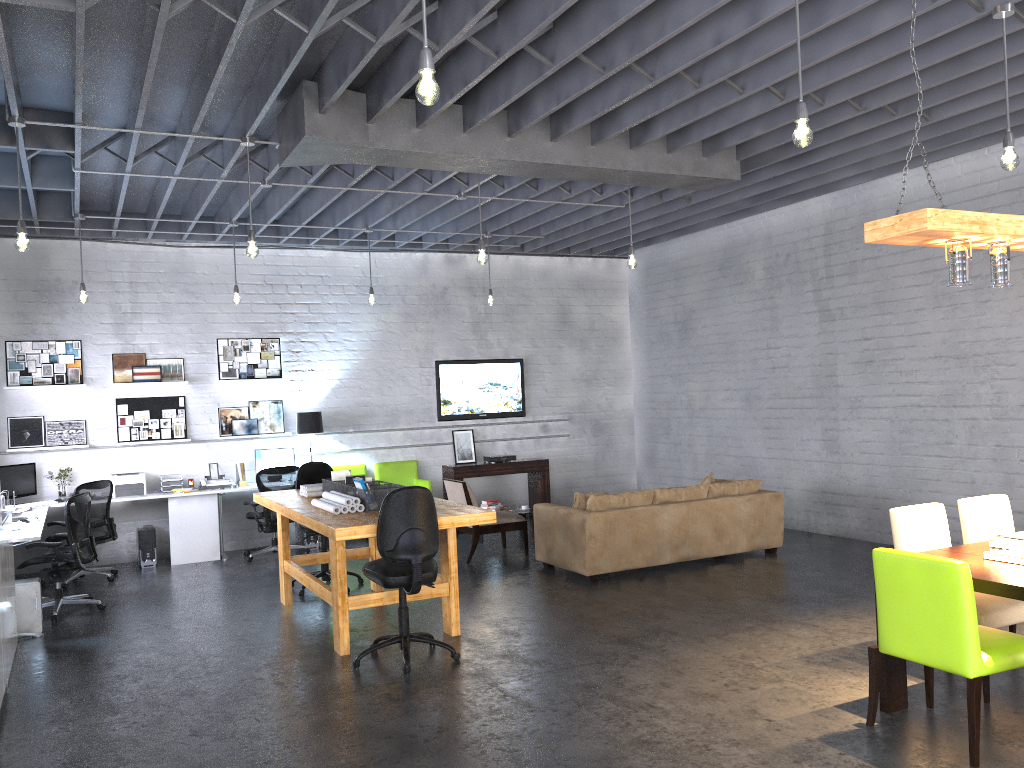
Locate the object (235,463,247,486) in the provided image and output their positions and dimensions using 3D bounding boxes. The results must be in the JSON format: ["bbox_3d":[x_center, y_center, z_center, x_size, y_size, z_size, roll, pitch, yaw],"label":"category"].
[{"bbox_3d":[-3.204,1.072,10.495,0.087,0.259,0.236,-3,0,-26],"label":"object"}]

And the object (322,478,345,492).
[{"bbox_3d":[-1.379,0.861,7.344,0.316,0.156,0.306,-2,-1,-26],"label":"object"}]

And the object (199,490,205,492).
[{"bbox_3d":[-3.490,1.205,10.010,0.008,0.007,0.141,-3,-1,8],"label":"object"}]

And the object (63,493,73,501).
[{"bbox_3d":[-4.621,1.212,9.553,0.411,0.081,0.279,-3,-1,34],"label":"object"}]

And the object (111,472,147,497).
[{"bbox_3d":[-4.309,1.126,9.966,0.351,0.235,0.351,-2,0,-26],"label":"object"}]

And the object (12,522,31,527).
[{"bbox_3d":[-4.155,1.190,7.454,0.181,0.028,0.422,-2,-1,-36],"label":"object"}]

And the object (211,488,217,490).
[{"bbox_3d":[-3.404,1.199,10.130,0.011,0.011,0.125,-3,-1,12],"label":"object"}]

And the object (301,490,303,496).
[{"bbox_3d":[-1.560,0.918,7.668,0.519,0.047,0.047,-2,0,-26],"label":"object"}]

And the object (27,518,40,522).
[{"bbox_3d":[-4.244,1.205,7.836,0.119,0.016,0.119,-2,-1,-9],"label":"object"}]

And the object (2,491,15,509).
[{"bbox_3d":[-5.014,1.155,8.607,0.324,0.208,0.233,-2,0,-26],"label":"object"}]

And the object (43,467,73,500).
[{"bbox_3d":[-4.930,1.086,9.696,0.271,0.363,0.297,-3,0,19],"label":"object"}]

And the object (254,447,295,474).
[{"bbox_3d":[-2.853,0.980,10.669,0.465,0.417,0.212,-2,0,-21],"label":"object"}]

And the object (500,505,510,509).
[{"bbox_3d":[-0.102,1.539,11.121,0.151,0.040,0.151,-2,-1,-9],"label":"object"}]

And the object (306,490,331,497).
[{"bbox_3d":[-1.478,0.912,7.501,0.519,0.047,0.047,-2,0,-26],"label":"object"}]

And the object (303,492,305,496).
[{"bbox_3d":[-1.519,0.915,7.585,0.519,0.047,0.047,-2,0,-26],"label":"object"}]

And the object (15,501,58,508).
[{"bbox_3d":[-4.946,1.248,9.198,0.181,0.028,0.422,-3,-1,24],"label":"object"}]

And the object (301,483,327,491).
[{"bbox_3d":[-1.552,0.878,7.647,0.519,0.047,0.046,-2,0,-26],"label":"object"}]

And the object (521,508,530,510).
[{"bbox_3d":[0.159,1.536,10.861,0.131,0.016,0.131,-2,-1,-20],"label":"object"}]

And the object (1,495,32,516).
[{"bbox_3d":[-4.591,1.115,7.963,0.485,0.230,0.420,-2,-1,-26],"label":"object"}]

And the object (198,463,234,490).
[{"bbox_3d":[-3.478,1.072,10.366,0.405,0.280,0.399,-2,0,-26],"label":"object"}]

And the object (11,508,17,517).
[{"bbox_3d":[-4.865,1.215,8.300,0.392,0.064,0.259,-2,-1,-26],"label":"object"}]

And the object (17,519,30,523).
[{"bbox_3d":[-4.263,1.195,7.729,0.114,0.036,0.058,-2,-1,-36],"label":"object"}]

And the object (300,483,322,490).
[{"bbox_3d":[-1.573,0.879,7.689,0.519,0.047,0.046,-2,0,-26],"label":"object"}]

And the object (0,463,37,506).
[{"bbox_3d":[-5.260,1.064,9.336,0.147,0.427,0.560,-3,0,10],"label":"object"}]

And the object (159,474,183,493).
[{"bbox_3d":[-3.904,1.138,10.160,0.229,0.180,0.316,-2,-1,-26],"label":"object"}]

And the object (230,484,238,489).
[{"bbox_3d":[-3.197,1.172,10.195,0.095,0.050,0.095,-3,-1,32],"label":"object"}]

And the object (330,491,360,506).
[{"bbox_3d":[-1.246,0.845,6.587,0.057,0.057,0.635,-2,-1,-26],"label":"object"}]

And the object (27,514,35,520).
[{"bbox_3d":[-4.241,1.181,7.842,0.062,0.049,0.078,-3,-1,34],"label":"object"}]

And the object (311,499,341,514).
[{"bbox_3d":[-1.372,0.899,6.523,0.057,0.058,0.635,-2,-1,-26],"label":"object"}]

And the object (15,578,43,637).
[{"bbox_3d":[-3.964,1.770,6.968,0.478,0.411,0.200,-2,0,-26],"label":"object"}]

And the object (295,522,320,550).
[{"bbox_3d":[-2.461,1.751,10.651,0.180,0.411,0.476,-3,0,-26],"label":"object"}]

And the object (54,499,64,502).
[{"bbox_3d":[-4.837,1.243,9.464,0.114,0.036,0.058,-3,0,14],"label":"object"}]

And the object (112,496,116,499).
[{"bbox_3d":[-4.373,1.232,9.630,0.131,0.021,0.103,-3,-1,44],"label":"object"}]

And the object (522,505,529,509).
[{"bbox_3d":[0.159,1.512,10.863,0.077,0.052,0.080,-3,0,22],"label":"object"}]

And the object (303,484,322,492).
[{"bbox_3d":[-1.531,0.876,7.606,0.519,0.047,0.046,-2,0,-26],"label":"object"}]

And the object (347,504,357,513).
[{"bbox_3d":[-1.271,0.895,6.574,0.057,0.058,0.635,-2,-1,-26],"label":"object"}]

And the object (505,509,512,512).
[{"bbox_3d":[-0.060,1.536,10.748,0.137,0.031,0.137,-3,-1,0],"label":"object"}]

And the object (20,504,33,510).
[{"bbox_3d":[-4.862,1.229,8.868,0.130,0.049,0.130,-2,-1,-9],"label":"object"}]

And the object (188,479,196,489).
[{"bbox_3d":[-3.726,1.160,10.295,0.093,0.116,0.067,-2,0,-26],"label":"object"}]

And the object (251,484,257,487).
[{"bbox_3d":[-2.818,1.169,10.363,0.422,0.028,0.181,-2,-1,-31],"label":"object"}]

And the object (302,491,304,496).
[{"bbox_3d":[-1.540,0.917,7.626,0.519,0.047,0.047,-2,0,-26],"label":"object"}]

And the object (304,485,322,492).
[{"bbox_3d":[-1.511,0.875,7.564,0.519,0.047,0.046,-2,0,-26],"label":"object"}]

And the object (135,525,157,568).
[{"bbox_3d":[-4.096,1.814,9.930,0.180,0.411,0.476,-3,0,-26],"label":"object"}]

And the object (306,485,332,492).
[{"bbox_3d":[-1.486,0.873,7.515,0.519,0.047,0.046,-2,0,-28],"label":"object"}]

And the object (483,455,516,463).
[{"bbox_3d":[-0.165,1.012,11.989,0.370,0.082,0.266,-2,-1,-26],"label":"object"}]

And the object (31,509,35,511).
[{"bbox_3d":[-4.734,1.237,8.715,0.071,0.020,0.058,-3,-1,28],"label":"object"}]
